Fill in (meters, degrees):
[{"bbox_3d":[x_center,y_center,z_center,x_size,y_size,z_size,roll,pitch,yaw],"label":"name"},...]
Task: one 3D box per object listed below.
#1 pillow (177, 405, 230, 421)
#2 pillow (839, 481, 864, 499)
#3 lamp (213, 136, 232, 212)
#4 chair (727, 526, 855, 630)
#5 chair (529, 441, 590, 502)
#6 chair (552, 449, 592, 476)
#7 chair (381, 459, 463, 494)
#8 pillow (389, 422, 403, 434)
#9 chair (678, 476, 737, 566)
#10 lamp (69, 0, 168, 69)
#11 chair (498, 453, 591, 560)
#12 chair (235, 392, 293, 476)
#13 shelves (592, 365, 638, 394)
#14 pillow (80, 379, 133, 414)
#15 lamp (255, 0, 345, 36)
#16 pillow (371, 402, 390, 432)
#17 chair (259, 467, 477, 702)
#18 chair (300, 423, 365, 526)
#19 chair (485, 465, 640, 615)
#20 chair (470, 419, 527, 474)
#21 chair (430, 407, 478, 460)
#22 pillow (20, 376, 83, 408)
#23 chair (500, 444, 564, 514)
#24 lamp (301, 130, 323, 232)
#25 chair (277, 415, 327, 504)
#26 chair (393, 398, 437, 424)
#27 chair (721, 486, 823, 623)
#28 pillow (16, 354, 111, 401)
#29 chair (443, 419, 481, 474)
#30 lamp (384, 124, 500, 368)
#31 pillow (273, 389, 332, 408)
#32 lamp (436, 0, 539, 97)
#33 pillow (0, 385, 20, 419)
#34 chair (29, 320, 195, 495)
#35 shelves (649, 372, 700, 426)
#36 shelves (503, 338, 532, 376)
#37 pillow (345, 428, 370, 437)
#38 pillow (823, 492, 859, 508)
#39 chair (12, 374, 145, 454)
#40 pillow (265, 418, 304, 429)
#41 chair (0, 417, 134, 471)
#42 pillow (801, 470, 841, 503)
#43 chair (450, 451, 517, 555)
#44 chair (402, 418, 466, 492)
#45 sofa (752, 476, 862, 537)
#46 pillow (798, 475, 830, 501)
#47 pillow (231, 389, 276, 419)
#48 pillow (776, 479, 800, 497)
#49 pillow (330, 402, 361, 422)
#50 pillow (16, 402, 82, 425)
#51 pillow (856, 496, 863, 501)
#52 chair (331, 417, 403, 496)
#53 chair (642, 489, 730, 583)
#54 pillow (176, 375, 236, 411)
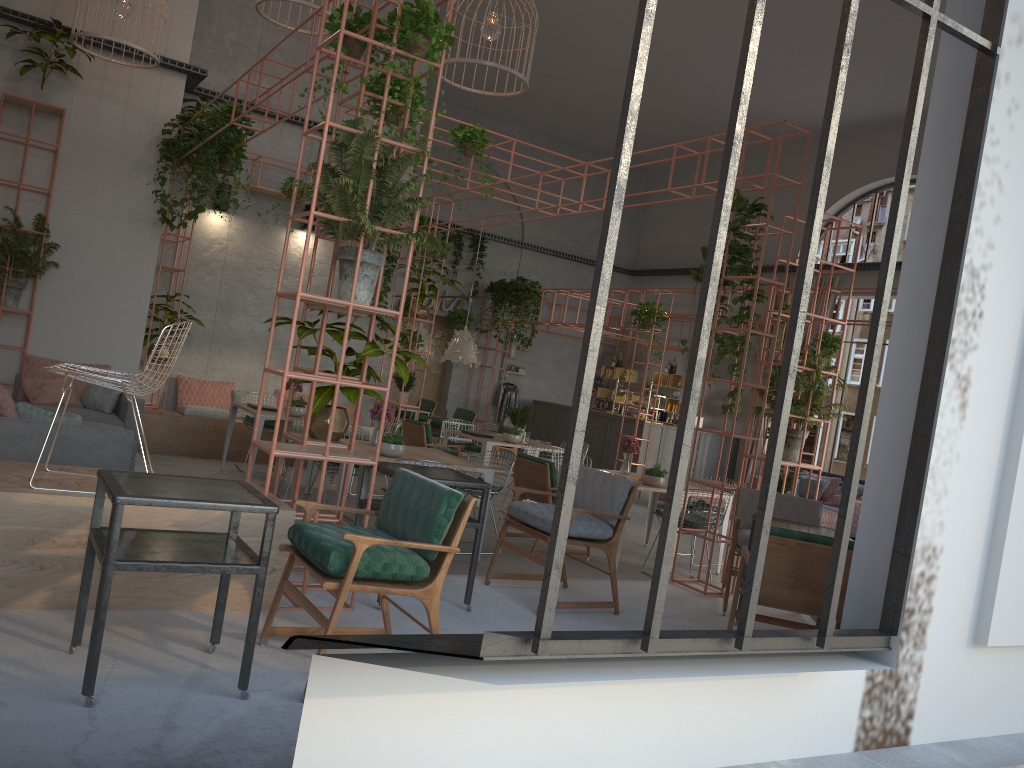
[{"bbox_3d":[-4.013,0.378,11.629,0.637,0.149,0.491,9,1,-30],"label":"pillow"},{"bbox_3d":[5.752,1.881,14.711,0.273,0.476,0.836,9,1,-30],"label":"pillow"},{"bbox_3d":[-3.784,-3.033,11.870,0.179,1.425,0.185,9,1,-31],"label":"lamp"},{"bbox_3d":[1.621,1.261,4.911,0.722,0.917,0.685,10,0,9],"label":"chair"},{"bbox_3d":[0.631,1.223,12.174,0.717,0.941,0.565,9,1,-34],"label":"chair"},{"bbox_3d":[0.730,1.256,10.071,0.565,0.941,0.717,9,1,-29],"label":"chair"},{"bbox_3d":[-0.765,1.030,7.069,0.565,0.941,0.717,9,0,-14],"label":"chair"},{"bbox_3d":[-1.903,0.710,14.202,0.491,0.149,0.637,9,1,-30],"label":"pillow"},{"bbox_3d":[2.046,1.477,9.790,0.717,0.941,0.565,9,1,-34],"label":"chair"},{"bbox_3d":[-3.948,-5.250,9.453,0.883,3.476,0.883,10,0,22],"label":"lamp"},{"bbox_3d":[0.372,1.210,8.872,0.685,0.917,0.722,9,1,-31],"label":"chair"},{"bbox_3d":[-3.081,0.613,11.012,0.565,0.941,0.717,9,1,-29],"label":"chair"},{"bbox_3d":[2.367,0.523,20.841,0.328,1.838,1.750,9,1,-31],"label":"shelves"},{"bbox_3d":[-4.193,0.106,9.085,0.495,0.349,0.308,10,0,19],"label":"pillow"},{"bbox_3d":[-1.961,-5.562,9.318,0.883,3.476,0.883,10,0,22],"label":"lamp"},{"bbox_3d":[-2.177,0.479,13.892,0.276,0.474,0.839,9,1,-40],"label":"pillow"},{"bbox_3d":[-0.675,0.878,4.135,0.685,0.929,0.722,9,1,-31],"label":"chair"},{"bbox_3d":[-1.705,0.861,8.661,0.565,0.941,0.717,9,1,-29],"label":"chair"},{"bbox_3d":[0.349,1.034,6.107,0.685,0.929,0.722,9,1,-31],"label":"chair"},{"bbox_3d":[-0.267,1.060,15.162,0.685,0.929,0.722,9,1,-31],"label":"chair"},{"bbox_3d":[-1.157,0.900,16.684,0.685,0.930,0.722,9,1,-31],"label":"chair"},{"bbox_3d":[-4.607,0.057,8.901,0.441,0.317,0.479,10,1,41],"label":"pillow"},{"bbox_3d":[0.255,1.170,10.863,0.565,0.941,0.717,9,0,-14],"label":"chair"},{"bbox_3d":[-2.759,-2.867,12.487,0.179,1.425,0.185,9,1,-31],"label":"lamp"},{"bbox_3d":[-2.140,0.782,9.420,0.565,0.941,0.717,9,0,-14],"label":"chair"},{"bbox_3d":[-2.029,0.743,18.174,0.685,0.930,0.722,9,1,-31],"label":"chair"},{"bbox_3d":[2.019,1.314,6.777,0.722,0.914,0.685,10,0,9],"label":"chair"},{"bbox_3d":[-4.630,-0.015,9.192,0.836,0.476,0.273,9,1,-30],"label":"pillow"},{"bbox_3d":[-0.685,1.001,12.455,0.565,0.941,0.717,9,1,-29],"label":"chair"},{"bbox_3d":[-1.440,-2.455,16.211,0.704,4.052,4.456,9,1,-31],"label":"lamp"},{"bbox_3d":[-3.024,0.346,12.646,0.839,0.474,0.276,9,0,-10],"label":"pillow"},{"bbox_3d":[0.003,-4.582,8.356,0.883,3.476,0.883,10,0,22],"label":"lamp"},{"bbox_3d":[-3.598,0.211,6.308,0.289,0.385,0.666,9,1,-30],"label":"pillow"},{"bbox_3d":[-2.111,0.069,4.638,0.717,0.941,0.565,9,0,-22],"label":"chair"},{"bbox_3d":[3.332,0.697,19.191,0.328,1.838,1.750,9,1,-31],"label":"shelves"},{"bbox_3d":[0.145,-0.621,20.446,0.560,0.790,0.186,9,1,-31],"label":"shelves"},{"bbox_3d":[-2.260,0.662,12.685,0.637,0.149,0.491,9,1,-30],"label":"pillow"},{"bbox_3d":[5.455,1.898,14.677,0.479,0.317,0.441,10,1,41],"label":"pillow"},{"bbox_3d":[-4.388,0.345,8.899,1.127,0.672,1.052,9,1,-31],"label":"chair"},{"bbox_3d":[-3.123,0.522,12.165,0.637,0.149,0.491,9,1,-30],"label":"pillow"},{"bbox_3d":[-3.379,0.490,6.388,1.056,0.586,1.127,9,1,-31],"label":"chair"},{"bbox_3d":[5.306,1.799,15.496,0.276,0.474,0.839,9,1,-30],"label":"pillow"},{"bbox_3d":[-0.389,1.083,8.380,0.717,0.941,0.565,9,1,-34],"label":"chair"},{"bbox_3d":[-1.043,0.955,11.257,0.685,0.917,0.722,9,1,-31],"label":"chair"},{"bbox_3d":[4.751,2.032,14.656,1.960,0.672,2.219,9,1,-30],"label":"sofa"},{"bbox_3d":[5.167,1.808,15.431,0.289,0.385,0.666,9,1,-30],"label":"pillow"},{"bbox_3d":[-3.584,0.304,12.339,0.666,0.385,0.289,9,1,-35],"label":"pillow"},{"bbox_3d":[4.785,1.795,15.481,0.500,0.324,0.307,10,0,4],"label":"pillow"},{"bbox_3d":[-2.497,0.480,12.994,0.666,0.385,0.289,9,1,-35],"label":"pillow"},{"bbox_3d":[-3.233,0.322,6.259,0.499,0.324,0.307,10,0,4],"label":"pillow"},{"bbox_3d":[5.638,1.913,14.261,0.308,0.349,0.495,10,0,19],"label":"pillow"},{"bbox_3d":[-1.764,0.835,10.731,0.717,0.941,0.565,9,1,-34],"label":"chair"},{"bbox_3d":[1.670,1.425,8.479,0.565,0.941,0.717,9,0,-14],"label":"chair"},{"bbox_3d":[-4.133,0.166,12.029,0.839,0.474,0.276,9,1,-40],"label":"pillow"}]
